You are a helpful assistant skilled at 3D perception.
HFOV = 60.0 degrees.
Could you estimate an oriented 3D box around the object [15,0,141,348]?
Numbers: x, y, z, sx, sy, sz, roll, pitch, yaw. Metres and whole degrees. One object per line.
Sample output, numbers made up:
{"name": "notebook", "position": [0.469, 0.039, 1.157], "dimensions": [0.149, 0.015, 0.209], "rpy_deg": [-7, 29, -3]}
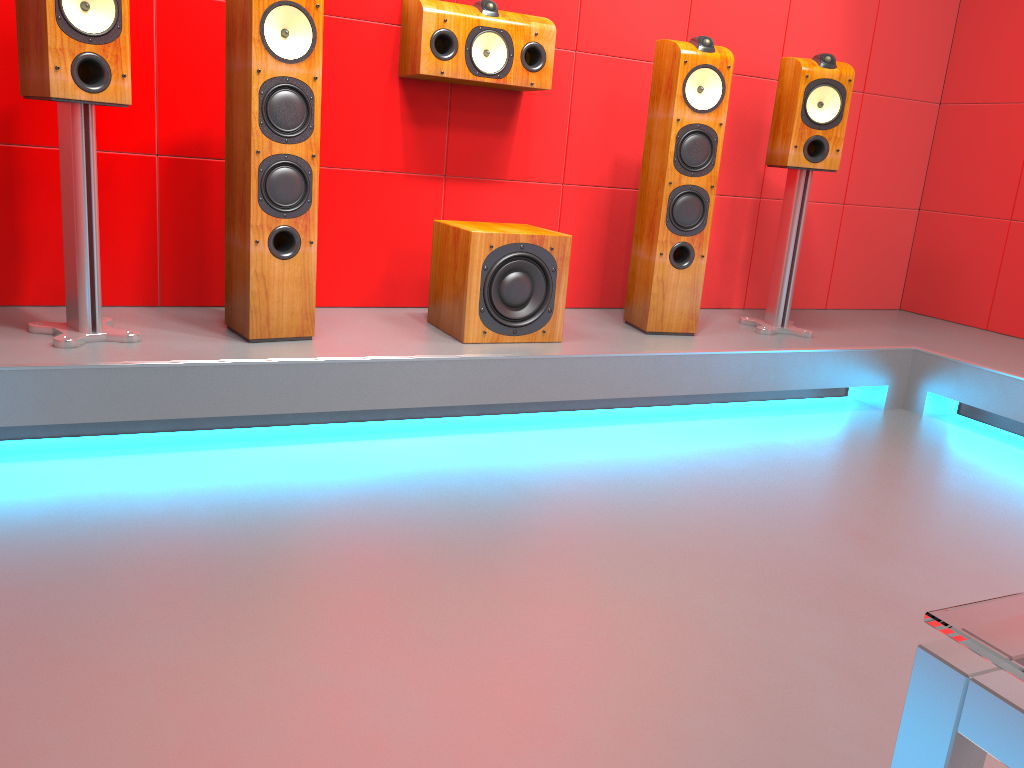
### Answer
{"name": "object", "position": [-1.175, -0.647, 2.398], "dimensions": [0.231, 1.058, 0.265], "rpy_deg": [-10, 21, -44]}

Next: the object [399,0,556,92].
{"name": "object", "position": [-0.119, -1.196, 3.110], "dimensions": [0.493, 0.271, 0.235], "rpy_deg": [-2, 16, -25]}

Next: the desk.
{"name": "desk", "position": [0.933, 0.474, 0.532], "dimensions": [1.617, 0.690, 0.594], "rpy_deg": [-2, 16, -25]}

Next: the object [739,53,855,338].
{"name": "object", "position": [1.114, -0.731, 3.475], "dimensions": [0.231, 1.058, 0.265], "rpy_deg": [3, 15, -6]}

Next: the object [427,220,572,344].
{"name": "object", "position": [-0.049, -0.353, 3.027], "dimensions": [0.360, 0.360, 0.360], "rpy_deg": [-2, 16, -25]}

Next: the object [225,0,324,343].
{"name": "object", "position": [-0.708, -0.662, 2.618], "dimensions": [0.203, 1.052, 0.238], "rpy_deg": [-5, 18, -35]}

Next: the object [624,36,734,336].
{"name": "object", "position": [0.607, -0.716, 3.262], "dimensions": [0.203, 1.052, 0.238], "rpy_deg": [1, 15, -16]}
